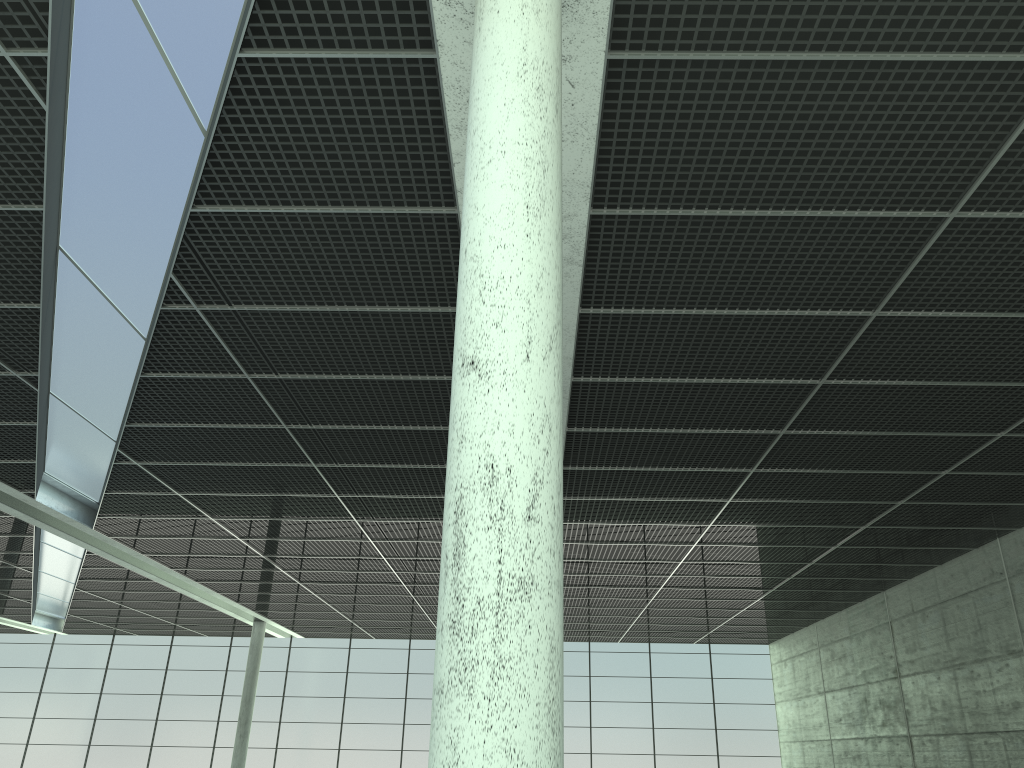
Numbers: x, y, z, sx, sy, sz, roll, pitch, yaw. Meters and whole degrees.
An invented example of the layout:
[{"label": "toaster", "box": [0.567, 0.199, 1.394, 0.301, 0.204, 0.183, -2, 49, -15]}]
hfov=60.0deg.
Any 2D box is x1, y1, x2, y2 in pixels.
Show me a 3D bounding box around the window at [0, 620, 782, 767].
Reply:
[{"label": "window", "box": [-24.269, 14.398, 45.062, 100.131, 16.081, 100.214, 1, -25, 1]}]
